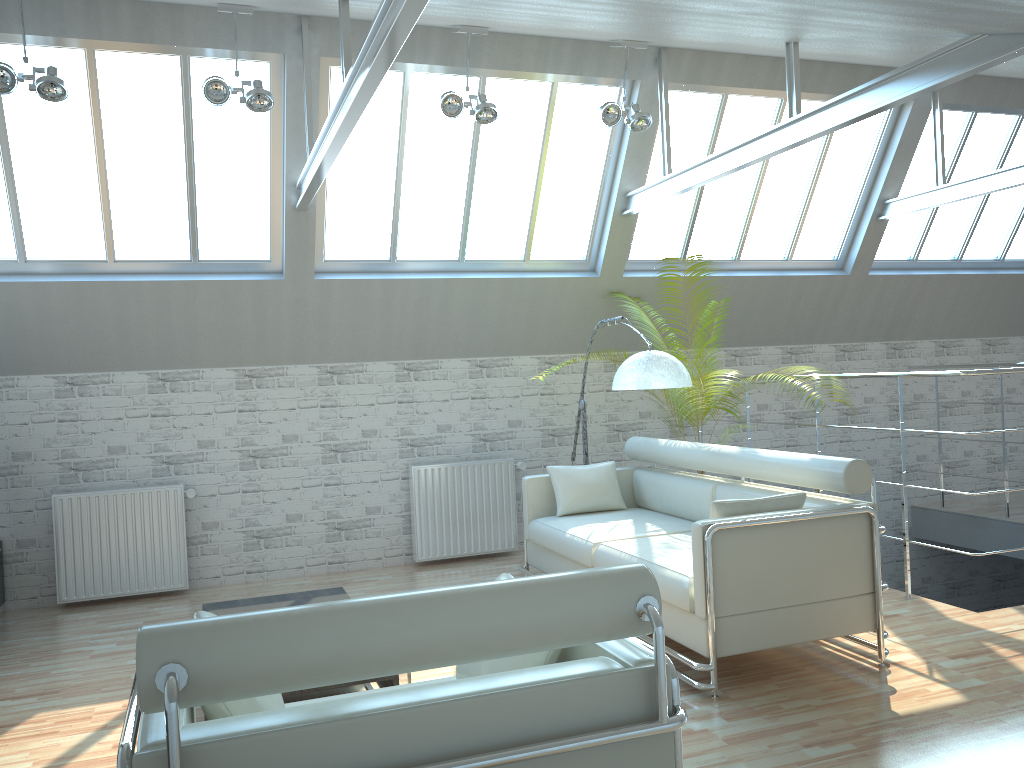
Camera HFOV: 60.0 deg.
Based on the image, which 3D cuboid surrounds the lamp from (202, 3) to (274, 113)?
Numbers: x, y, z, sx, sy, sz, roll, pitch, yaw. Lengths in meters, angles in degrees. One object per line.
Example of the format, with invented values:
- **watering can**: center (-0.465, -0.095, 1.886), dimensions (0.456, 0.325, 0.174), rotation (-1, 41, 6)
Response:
- **lamp**: center (-3.216, -3.835, 10.334), dimensions (0.808, 1.172, 0.619), rotation (-3, 0, -15)

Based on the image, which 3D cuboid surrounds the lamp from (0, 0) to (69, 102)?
- **lamp**: center (-5.298, -3.730, 9.600), dimensions (0.808, 1.172, 0.619), rotation (-3, 0, -15)

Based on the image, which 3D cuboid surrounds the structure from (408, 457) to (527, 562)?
- **structure**: center (-0.704, 2.028, 14.527), dimensions (1.892, 1.524, 0.508), rotation (-3, 0, -19)

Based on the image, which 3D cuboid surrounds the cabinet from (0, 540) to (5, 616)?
- **cabinet**: center (-7.020, 2.693, 10.774), dimensions (0.908, 1.016, 3.234), rotation (-3, 0, -19)

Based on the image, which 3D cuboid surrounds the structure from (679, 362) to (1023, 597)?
- **structure**: center (6.626, 1.136, 13.895), dimensions (5.366, 2.781, 6.483), rotation (-3, 0, -19)

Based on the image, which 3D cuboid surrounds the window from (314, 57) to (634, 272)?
- **window**: center (-0.617, -3.184, 13.350), dimensions (4.651, 2.787, 1.897), rotation (-3, 0, -19)

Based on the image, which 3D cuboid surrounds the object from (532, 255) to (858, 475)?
- **object**: center (2.368, 0.545, 12.738), dimensions (3.777, 4.386, 5.015), rotation (-3, 1, -44)

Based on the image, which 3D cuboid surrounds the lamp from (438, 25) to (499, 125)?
- **lamp**: center (-0.554, -3.969, 11.273), dimensions (0.808, 1.172, 0.618), rotation (-3, 0, -15)

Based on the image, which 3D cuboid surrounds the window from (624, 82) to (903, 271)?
- **window**: center (4.168, -3.425, 15.038), dimensions (4.651, 2.787, 1.897), rotation (-3, 0, -19)

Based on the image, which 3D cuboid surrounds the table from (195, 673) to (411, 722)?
- **table**: center (-1.815, 2.524, 7.547), dimensions (1.726, 0.867, 1.015), rotation (-3, 0, -19)

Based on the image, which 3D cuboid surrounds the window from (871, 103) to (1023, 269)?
- **window**: center (8.954, -3.666, 16.726), dimensions (4.651, 2.787, 1.897), rotation (-3, 0, -19)

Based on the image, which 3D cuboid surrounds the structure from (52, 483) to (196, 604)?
- **structure**: center (-5.542, 2.272, 12.820), dimensions (1.892, 1.524, 0.508), rotation (-3, 0, -19)

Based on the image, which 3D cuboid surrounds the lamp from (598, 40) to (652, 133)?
- **lamp**: center (1.546, -4.075, 12.014), dimensions (0.808, 1.172, 0.619), rotation (-3, 0, -15)

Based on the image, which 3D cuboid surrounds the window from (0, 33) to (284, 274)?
- **window**: center (-5.403, -2.943, 11.662), dimensions (4.651, 2.787, 1.897), rotation (-3, 0, -19)

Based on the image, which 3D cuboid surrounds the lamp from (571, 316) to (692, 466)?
- **lamp**: center (1.414, 0.918, 13.089), dimensions (1.015, 3.709, 4.621), rotation (-3, 0, -13)

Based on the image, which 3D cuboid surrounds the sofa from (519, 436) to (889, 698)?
- **sofa**: center (1.868, 1.781, 10.520), dimensions (2.199, 1.999, 4.866), rotation (-3, 0, -19)

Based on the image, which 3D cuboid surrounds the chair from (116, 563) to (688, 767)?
- **chair**: center (-0.654, 1.944, 4.760), dimensions (2.507, 2.001, 2.201), rotation (-3, 0, -19)
